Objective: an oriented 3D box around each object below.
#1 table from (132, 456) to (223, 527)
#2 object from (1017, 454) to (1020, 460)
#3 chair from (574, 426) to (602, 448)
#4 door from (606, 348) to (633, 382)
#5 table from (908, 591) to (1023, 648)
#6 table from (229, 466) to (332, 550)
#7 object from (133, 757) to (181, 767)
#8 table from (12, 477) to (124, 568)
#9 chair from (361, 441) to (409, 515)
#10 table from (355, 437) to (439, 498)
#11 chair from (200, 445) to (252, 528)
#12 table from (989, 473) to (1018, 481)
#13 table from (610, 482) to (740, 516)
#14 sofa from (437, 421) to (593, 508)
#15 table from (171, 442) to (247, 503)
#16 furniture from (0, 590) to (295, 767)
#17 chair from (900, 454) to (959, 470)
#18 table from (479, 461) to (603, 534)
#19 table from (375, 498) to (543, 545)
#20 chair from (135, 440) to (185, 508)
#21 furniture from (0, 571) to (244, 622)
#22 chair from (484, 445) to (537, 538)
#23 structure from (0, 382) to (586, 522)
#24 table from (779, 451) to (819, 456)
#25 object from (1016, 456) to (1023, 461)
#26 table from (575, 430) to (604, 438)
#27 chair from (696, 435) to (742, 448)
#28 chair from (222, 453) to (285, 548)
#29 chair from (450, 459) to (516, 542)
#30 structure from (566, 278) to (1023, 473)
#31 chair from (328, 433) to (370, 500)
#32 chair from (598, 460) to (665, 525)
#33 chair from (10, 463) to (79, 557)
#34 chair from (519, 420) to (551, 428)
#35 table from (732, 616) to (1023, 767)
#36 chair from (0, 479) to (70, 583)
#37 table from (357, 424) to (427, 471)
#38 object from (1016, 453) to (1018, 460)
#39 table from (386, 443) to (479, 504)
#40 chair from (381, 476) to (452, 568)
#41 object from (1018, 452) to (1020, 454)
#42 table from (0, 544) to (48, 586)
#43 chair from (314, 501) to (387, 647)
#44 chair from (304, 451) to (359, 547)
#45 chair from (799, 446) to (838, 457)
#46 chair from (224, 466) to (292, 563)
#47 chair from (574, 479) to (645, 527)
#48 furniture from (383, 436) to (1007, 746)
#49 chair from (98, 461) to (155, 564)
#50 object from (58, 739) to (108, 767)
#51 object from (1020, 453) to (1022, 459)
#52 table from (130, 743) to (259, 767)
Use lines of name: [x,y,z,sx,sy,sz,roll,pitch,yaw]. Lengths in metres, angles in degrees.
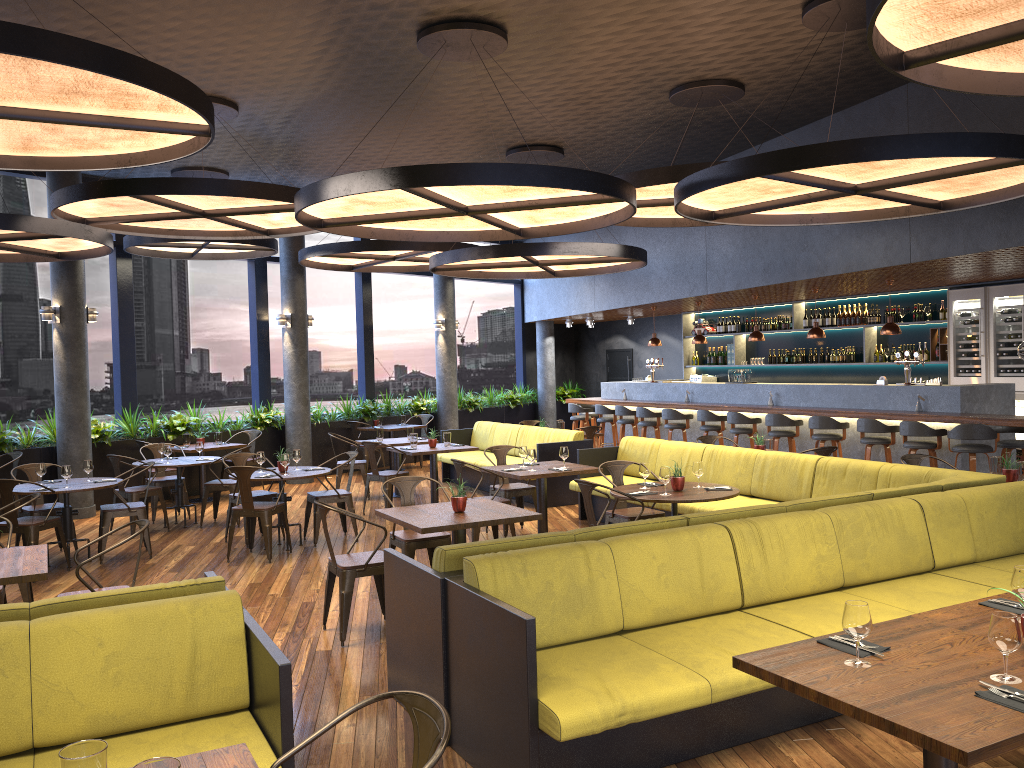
table: [-3.909,1.282,10.432,1.007,0.760,1.007,-2,2,-34]
object: [6.541,1.005,11.448,0.056,0.205,0.056,-1,1,3]
chair: [0.977,1.026,12.291,0.504,0.917,0.541,-2,1,-27]
door: [2.433,0.245,19.810,0.137,2.056,1.012,-2,1,-28]
table: [2.177,1.281,3.322,0.906,0.763,0.887,-2,2,-28]
table: [-2.326,1.272,8.982,1.007,0.760,1.007,-3,2,-40]
object: [-0.772,0.921,1.931,0.102,0.178,0.102,-3,2,-42]
table: [-4.243,1.337,8.463,1.007,0.760,1.007,-1,2,30]
chair: [-1.533,1.130,10.776,0.504,0.917,0.541,0,2,40]
table: [-1.608,1.174,12.397,0.906,0.763,0.887,-2,2,-28]
chair: [-3.322,1.188,10.395,0.541,0.917,0.504,-2,1,2]
table: [3.873,1.151,6.918,0.887,0.763,0.906,-2,2,-28]
table: [1.293,1.219,7.023,1.007,0.760,1.007,-1,1,10]
sofa: [-0.098,1.056,12.423,0.966,0.914,3.061,-2,1,-28]
table: [-4.351,1.248,12.419,0.887,0.763,0.906,-1,2,37]
furniture: [-1.505,1.362,0.846,3.378,0.916,4.755,-2,1,-28]
chair: [3.587,1.067,7.471,0.504,0.917,0.541,-2,1,-27]
table: [0.283,1.206,8.758,0.906,0.763,0.887,-2,2,-28]
table: [-0.385,1.282,6.269,0.887,0.763,0.906,-2,2,-28]
chair: [-4.721,1.192,11.863,0.541,0.917,0.504,-3,2,-42]
furniture: [-3.654,1.327,4.954,3.372,0.914,4.503,-2,1,-28]
chair: [-0.008,1.121,9.365,0.504,0.917,0.541,-2,1,-27]
structure: [-3.054,0.825,15.113,0.808,1.413,17.112,-1,2,37]
table: [2.621,1.130,9.309,0.887,0.763,0.906,-2,2,-28]
object: [6.619,1.021,11.523,0.277,0.206,0.416,-2,1,-25]
table: [0.717,1.099,12.877,0.906,0.763,0.887,-2,2,-28]
chair: [2.349,1.045,9.868,0.504,0.917,0.541,-2,1,-27]
chair: [-2.736,1.197,9.327,0.541,0.917,0.504,0,2,44]
chair: [-0.294,1.151,8.427,0.541,0.917,0.504,-2,1,-27]
structure: [4.355,0.023,13.189,2.700,2.700,9.298,-2,1,-28]
chair: [-2.236,1.117,12.167,0.541,0.917,0.504,-2,1,-9]
chair: [1.033,1.134,7.581,0.504,0.917,0.541,-2,1,-27]
chair: [-4.652,1.261,8.807,0.541,0.917,0.504,0,2,44]
chair: [0.391,1.016,13.411,0.504,0.917,0.541,-2,1,-27]
table: [1.379,1.312,2.899,0.906,0.763,0.887,-2,2,-28]
chair: [-4.353,1.273,7.947,0.504,0.917,0.541,-1,1,12]
table: [-2.100,1.118,15.373,0.887,0.763,0.906,-1,2,37]
object: [6.568,1.002,11.536,0.057,0.205,0.056,-1,1,28]
table: [-1.005,1.184,11.249,0.887,0.763,0.906,-2,2,-28]
chair: [-0.727,1.198,6.884,0.504,0.917,0.541,-2,1,-27]
object: [6.663,0.997,11.652,0.057,0.205,0.056,-1,1,28]
table: [-3.041,1.387,4.878,0.887,0.763,0.906,-2,2,-28]
chair: [-1.043,1.228,5.988,0.541,0.917,0.504,-2,1,-27]
chair: [-1.862,1.175,9.229,0.541,0.917,0.504,-2,1,-27]
chair: [2.926,1.055,8.765,0.504,0.917,0.541,-2,1,-27]
chair: [-2.437,1.208,8.466,0.504,0.917,0.541,-1,1,12]
chair: [0.763,1.161,6.741,0.541,0.917,0.504,-2,1,-27]
furniture: [1.366,1.164,6.066,4.895,0.914,7.462,-2,2,-33]
chair: [-3.778,1.239,8.710,0.541,0.917,0.504,-2,1,-27]
object: [-0.981,0.925,2.036,0.102,0.178,0.102,-1,1,8]
object: [6.641,0.999,11.572,0.056,0.205,0.056,-1,1,13]
table: [-0.915,1.399,1.875,0.887,0.763,0.906,-2,2,-28]
